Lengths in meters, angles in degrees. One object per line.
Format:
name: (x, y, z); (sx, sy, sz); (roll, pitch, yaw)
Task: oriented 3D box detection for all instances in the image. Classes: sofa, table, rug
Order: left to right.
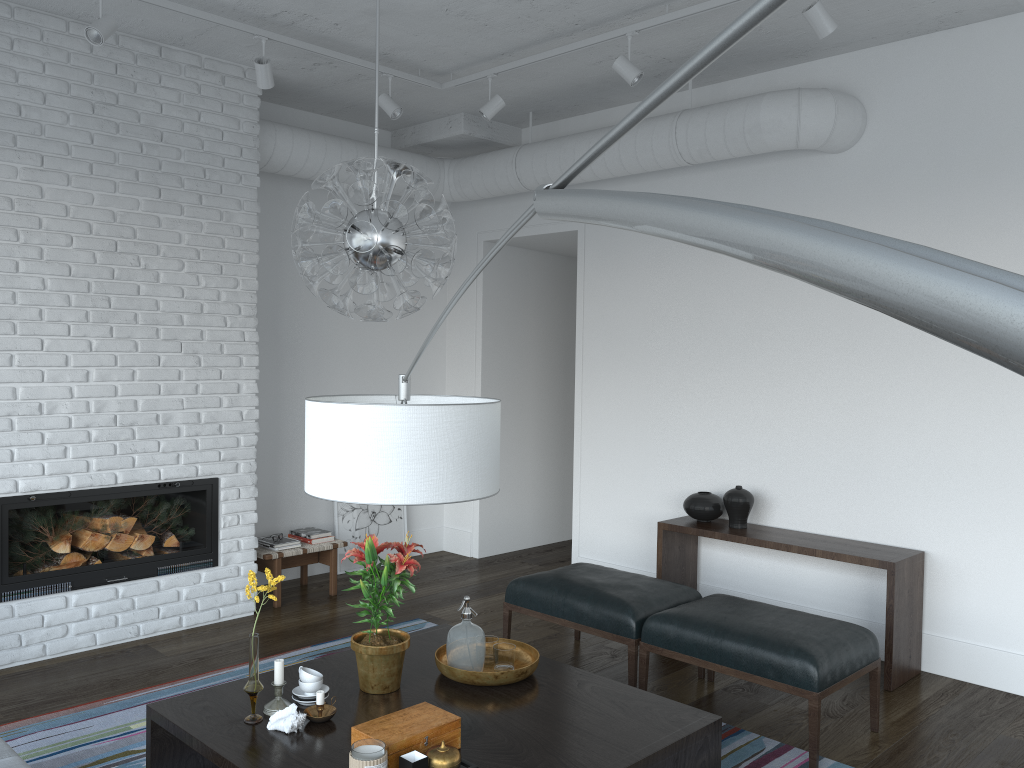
sofa: (-1.265, 1.149, 1.723); (2.541, 0.684, 0.991); (3, 3, 44)
table: (-1.422, 1.198, 5.725); (0.405, 0.345, 0.605); (3, 3, 44)
table: (-0.262, 1.264, 2.905); (1.362, 0.394, 1.306); (3, 3, 45)
rug: (-0.174, 1.466, 2.952); (3.760, 0.012, 2.735); (3, 3, 45)
table: (1.456, 1.129, 4.817); (1.362, 0.617, 0.375); (3, 3, 45)

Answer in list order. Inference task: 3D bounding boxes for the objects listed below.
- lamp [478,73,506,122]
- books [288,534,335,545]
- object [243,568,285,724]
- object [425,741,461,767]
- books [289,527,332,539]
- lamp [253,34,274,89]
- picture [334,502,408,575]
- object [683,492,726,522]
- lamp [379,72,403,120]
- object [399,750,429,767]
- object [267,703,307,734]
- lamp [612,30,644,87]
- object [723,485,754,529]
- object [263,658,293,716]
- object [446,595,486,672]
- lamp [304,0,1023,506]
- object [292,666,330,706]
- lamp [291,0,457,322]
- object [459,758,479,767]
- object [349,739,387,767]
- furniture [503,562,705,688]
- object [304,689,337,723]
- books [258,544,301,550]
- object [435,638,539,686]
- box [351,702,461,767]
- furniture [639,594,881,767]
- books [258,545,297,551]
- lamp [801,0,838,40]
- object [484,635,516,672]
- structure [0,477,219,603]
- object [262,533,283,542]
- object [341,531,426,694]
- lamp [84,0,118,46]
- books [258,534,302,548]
lamp: (-0.111, -1.625, 4.998); (0.154, 0.285, 0.104); (1, 2, -5)
books: (-1.320, 1.009, 5.838); (0.267, 0.032, 0.185); (3, 2, 42)
object: (-0.788, 0.826, 2.808); (0.121, 0.470, 0.120); (0, 2, -30)
object: (-0.191, 1.025, 2.451); (0.103, 0.077, 0.103); (1, 2, 16)
books: (-1.326, 0.981, 5.842); (0.238, 0.025, 0.173); (3, 2, 42)
lamp: (-1.248, -1.627, 4.447); (0.097, 0.285, 0.154); (1, 2, -5)
picture: (-1.035, 0.903, 6.518); (0.093, 0.884, 0.637); (3, 3, 45)
object: (1.127, 0.719, 5.196); (0.245, 0.168, 0.245); (2, 2, 36)
lamp: (-0.690, -1.635, 5.008); (0.154, 0.285, 0.093); (2, 2, 23)
object: (-0.266, 1.036, 2.404); (0.058, 0.055, 0.058); (3, 3, 45)
object: (-0.695, 1.032, 2.738); (0.124, 0.078, 0.069); (2, 2, 27)
lamp: (0.565, -1.593, 4.318); (0.154, 0.285, 0.094); (2, 2, 18)
object: (1.283, 0.694, 5.023); (0.171, 0.236, 0.171); (-1, 2, -40)
object: (-0.756, 0.973, 2.875); (0.098, 0.174, 0.098); (2, 2, 39)
object: (-0.166, 0.912, 3.224); (0.143, 0.288, 0.143); (1, 2, 16)
lamp: (-0.078, 0.656, 1.144); (0.432, 1.738, 2.162); (1, 2, -11)
object: (-0.671, 1.001, 2.957); (0.121, 0.113, 0.124); (0, 2, -26)
lamp: (-0.455, -0.986, 2.987); (0.552, 1.546, 0.552); (2, 2, 32)
object: (-0.214, 1.071, 2.430); (0.130, 0.023, 0.214); (3, 3, 45)
object: (-0.378, 1.024, 2.367); (0.117, 0.116, 0.106); (2, 2, 24)
furniture: (0.453, 1.195, 4.431); (0.828, 0.478, 0.584); (3, 3, 44)
object: (-0.607, 1.016, 2.807); (0.102, 0.098, 0.102); (1, 2, -6)
books: (-1.495, 1.013, 5.627); (0.306, 0.011, 0.171); (3, 2, 44)
object: (-0.091, 1.024, 3.255); (0.383, 0.068, 0.383); (1, 2, -3)
box: (-0.305, 1.029, 2.578); (0.169, 0.093, 0.294); (3, 3, 45)
furniture: (1.060, 1.225, 3.834); (0.827, 0.476, 0.583); (3, 3, 45)
books: (-1.500, 1.023, 5.637); (0.273, 0.011, 0.172); (3, 2, 44)
lamp: (1.264, -1.560, 3.626); (0.154, 0.285, 0.100); (0, 2, -22)
object: (-0.061, 1.008, 3.311); (0.085, 0.089, 0.195); (0, 2, -36)
structure: (-2.304, 0.819, 4.901); (0.675, 0.578, 1.168); (3, 3, 45)
object: (-1.521, 0.971, 5.626); (0.093, 0.038, 0.134); (1, 2, 11)
object: (-0.444, 0.781, 3.047); (0.275, 0.558, 0.284); (1, 2, 7)
lamp: (-1.801, -1.618, 3.885); (0.090, 0.285, 0.154); (1, 2, 13)
books: (-1.503, 0.998, 5.633); (0.280, 0.019, 0.202); (3, 2, 42)
